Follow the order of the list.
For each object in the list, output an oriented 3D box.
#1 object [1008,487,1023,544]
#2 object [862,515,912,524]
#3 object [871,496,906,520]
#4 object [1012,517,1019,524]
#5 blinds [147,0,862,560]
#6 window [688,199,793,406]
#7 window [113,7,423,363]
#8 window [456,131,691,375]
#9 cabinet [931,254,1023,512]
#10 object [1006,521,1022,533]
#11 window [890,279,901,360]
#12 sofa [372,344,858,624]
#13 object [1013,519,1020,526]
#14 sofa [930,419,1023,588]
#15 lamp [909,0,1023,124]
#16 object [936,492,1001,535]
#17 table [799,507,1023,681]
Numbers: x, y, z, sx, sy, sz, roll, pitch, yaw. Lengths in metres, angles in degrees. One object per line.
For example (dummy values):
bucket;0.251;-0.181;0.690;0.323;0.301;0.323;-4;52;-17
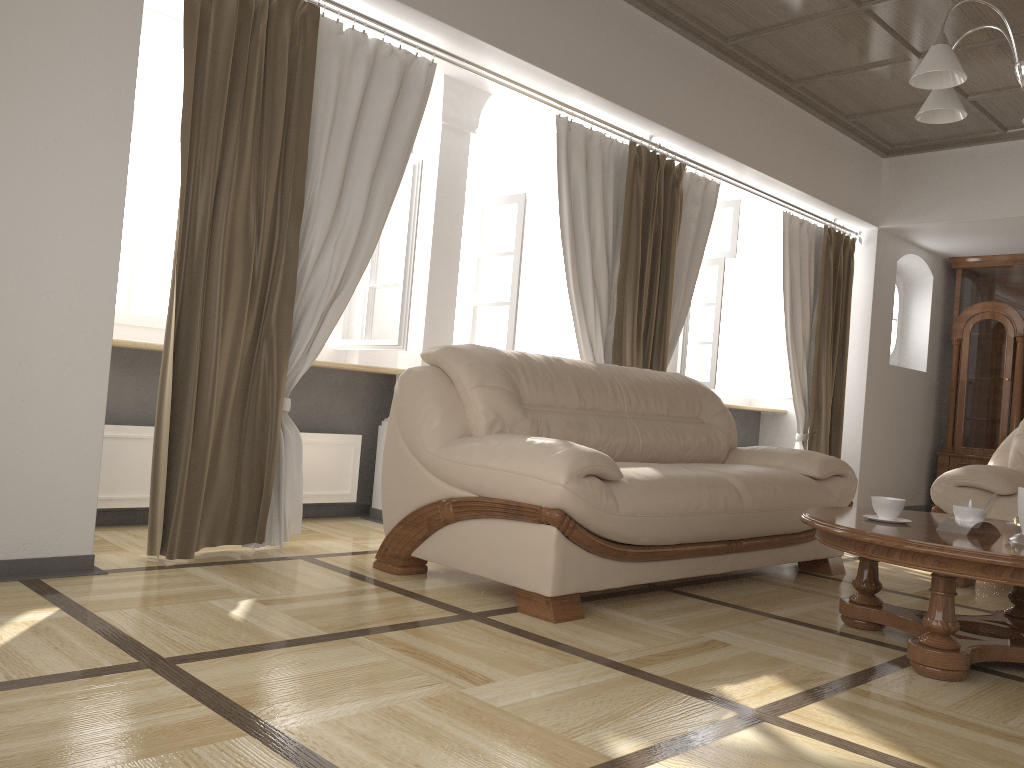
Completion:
object;1.535;0.364;2.612;0.119;0.210;0.119;4;-1;23
object;1.230;0.445;2.909;0.150;0.010;0.150;4;-1;31
object;1.233;0.411;2.915;0.105;0.071;0.114;5;-1;6
object;1.611;0.441;2.815;0.040;0.040;0.038;4;-1;24
blinds;0.663;-0.319;5.083;5.765;2.294;0.285;6;-2;-45
window;1.765;-0.589;6.957;1.653;1.500;0.782;6;-2;-45
window;-1.192;-0.894;4.028;1.600;1.500;0.781;6;-2;-45
window;0.347;-0.735;5.570;0.784;1.500;1.759;4;-2;45
cabinet;4.854;0.081;7.317;0.587;2.298;2.360;6;-2;-45
object;1.660;0.464;2.751;0.227;0.039;0.227;5;-1;-20
window;3.261;-0.584;7.785;0.600;0.784;0.050;6;-2;-45
sofa;0.554;0.353;3.843;2.135;0.900;1.051;6;-2;-45
object;1.594;0.443;2.781;0.041;0.038;0.039;5;-1;-1
sofa;2.786;0.546;4.088;1.052;0.900;1.318;6;-2;-45
lamp;1.713;-1.479;2.885;0.713;1.094;0.741;6;-2;-45
object;1.432;0.398;2.769;0.178;0.133;0.104;5;-1;-30
table;1.514;0.669;2.825;1.167;0.392;1.169;4;-1;41
